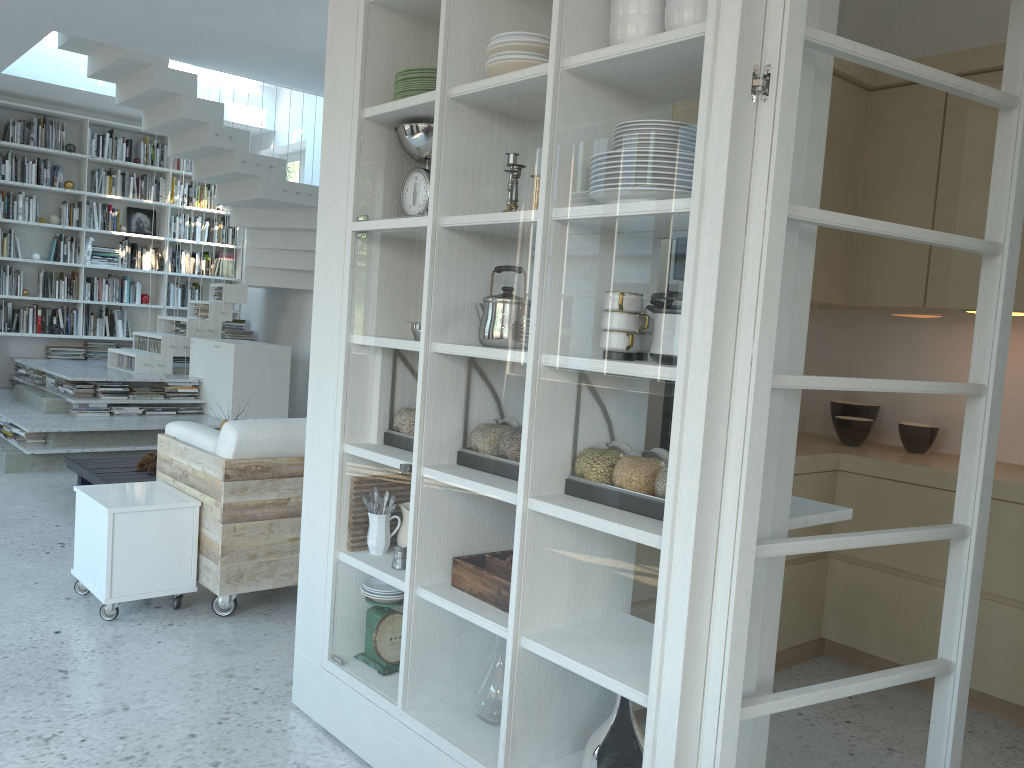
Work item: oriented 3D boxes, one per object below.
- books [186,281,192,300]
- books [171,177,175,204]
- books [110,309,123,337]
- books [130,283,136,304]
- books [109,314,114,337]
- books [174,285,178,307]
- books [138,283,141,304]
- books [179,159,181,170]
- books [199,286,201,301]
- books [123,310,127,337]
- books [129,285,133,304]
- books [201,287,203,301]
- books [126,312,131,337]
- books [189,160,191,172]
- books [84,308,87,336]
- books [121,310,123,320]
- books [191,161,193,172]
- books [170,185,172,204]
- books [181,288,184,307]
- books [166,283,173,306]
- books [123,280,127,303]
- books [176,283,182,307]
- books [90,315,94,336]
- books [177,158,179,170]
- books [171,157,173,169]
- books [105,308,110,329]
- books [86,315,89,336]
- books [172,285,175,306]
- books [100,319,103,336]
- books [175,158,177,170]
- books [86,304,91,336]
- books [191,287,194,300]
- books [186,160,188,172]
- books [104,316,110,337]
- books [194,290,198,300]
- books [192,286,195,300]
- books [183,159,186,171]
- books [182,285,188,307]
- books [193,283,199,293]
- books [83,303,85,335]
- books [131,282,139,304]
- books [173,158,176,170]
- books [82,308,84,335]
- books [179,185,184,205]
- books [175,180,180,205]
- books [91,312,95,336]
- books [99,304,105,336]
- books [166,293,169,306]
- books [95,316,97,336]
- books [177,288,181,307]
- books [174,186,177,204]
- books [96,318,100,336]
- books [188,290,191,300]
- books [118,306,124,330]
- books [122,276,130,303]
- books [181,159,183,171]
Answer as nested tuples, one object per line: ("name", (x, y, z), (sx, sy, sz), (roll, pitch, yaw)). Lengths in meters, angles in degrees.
("books", (-3.656, -1.016, 10.023), (0.013, 0.297, 0.141), (0, 6, -41))
("books", (-3.722, -2.106, 9.691), (0.010, 0.294, 0.183), (0, 6, -41))
("books", (-4.243, -0.652, 9.509), (0.075, 0.291, 0.254), (0, 6, -41))
("books", (-4.128, -0.983, 9.625), (0.037, 0.219, 0.139), (0, 6, -41))
("books", (-4.312, -0.631, 9.509), (0.031, 0.240, 0.171), (0, 6, -41))
("books", (-3.777, -0.989, 9.912), (0.022, 0.242, 0.151), (0, 6, -41))
("books", (-4.080, -0.984, 9.655), (0.027, 0.223, 0.170), (0, 6, -41))
("books", (-3.681, -2.464, 9.765), (0.012, 0.269, 0.184), (0, 6, -41))
("books", (-3.577, -0.994, 10.096), (0.012, 0.254, 0.160), (0, 6, -41))
("books", (-4.206, -0.653, 9.587), (0.025, 0.288, 0.160), (0, 6, -41))
("books", (-4.144, -0.973, 9.592), (0.030, 0.201, 0.189), (0, 6, -41))
("books", (-3.566, -0.986, 10.102), (0.013, 0.240, 0.166), (0, 6, -41))
("books", (-4.180, -0.647, 9.623), (0.062, 0.274, 0.148), (0, 6, -41))
("books", (-3.608, -2.469, 9.856), (0.027, 0.276, 0.148), (0, 6, -41))
("books", (-4.513, -0.658, 9.341), (0.015, 0.287, 0.138), (0, 6, -41))
("books", (-4.240, -0.654, 9.579), (0.012, 0.285, 0.159), (0, 6, -41))
("books", (-3.587, -2.460, 9.869), (0.022, 0.259, 0.163), (0, 6, -41))
("books", (-3.755, -2.108, 9.694), (0.036, 0.294, 0.135), (0, 6, -41))
("books", (-3.725, -0.972, 9.968), (0.025, 0.208, 0.149), (0, 6, -41))
("books", (-3.817, -0.994, 9.866), (0.024, 0.252, 0.175), (0, 6, -41))
("books", (-4.186, -0.995, 9.544), (0.023, 0.244, 0.189), (0, 6, -41))
("books", (-3.746, -1.003, 9.955), (0.024, 0.267, 0.133), (0, 6, -41))
("books", (-4.466, -0.621, 9.386), (0.023, 0.214, 0.163), (0, 6, -41))
("books", (-3.699, -2.475, 9.766), (0.013, 0.287, 0.150), (0, 6, -41))
("books", (-3.744, -2.488, 9.713), (0.011, 0.314, 0.172), (0, 6, -41))
("books", (-4.337, -0.665, 9.507), (0.010, 0.304, 0.131), (0, 6, -41))
("books", (-4.505, -0.622, 9.368), (0.033, 0.213, 0.139), (0, 6, -41))
("books", (-3.799, -0.987, 9.892), (0.037, 0.236, 0.153), (0, 6, -41))
("books", (-4.393, -0.605, 9.444), (0.024, 0.185, 0.149), (0, 6, -41))
("books", (-3.725, -2.445, 9.767), (0.025, 0.223, 0.136), (0, 6, -41))
("books", (-4.483, -0.678, 9.378), (0.013, 0.327, 0.130), (0, 6, -41))
("books", (-3.644, -0.982, 10.030), (0.014, 0.230, 0.172), (0, 6, -41))
("books", (-3.626, -2.483, 9.826), (0.012, 0.306, 0.184), (0, 6, -41))
("books", (-4.350, -0.620, 9.474), (0.052, 0.217, 0.184), (0, 6, -41))
("books", (-3.604, -0.968, 10.051), (0.021, 0.205, 0.174), (0, 6, -41))
("books", (-3.639, -0.989, 10.055), (0.027, 0.242, 0.131), (0, 6, -41))
("books", (-3.649, -2.452, 9.809), (0.023, 0.244, 0.182), (0, 6, -41))
("books", (-3.687, -0.990, 9.964), (0.027, 0.249, 0.184), (0, 6, -41))
("books", (-3.595, -1.008, 10.065), (0.011, 0.285, 0.161), (0, 6, -41))
("books", (-4.520, -0.683, 9.328), (0.014, 0.337, 0.131), (0, 6, -41))
("books", (-4.099, -0.991, 9.637), (0.025, 0.236, 0.181), (0, 6, -41))
("books", (-3.734, -2.470, 9.742), (0.022, 0.275, 0.159), (0, 6, -41))
("books", (-4.535, -0.658, 9.325), (0.012, 0.287, 0.158), (0, 6, -41))
("books", (-3.666, -2.070, 9.748), (0.049, 0.224, 0.161), (0, 6, -41))
("books", (-3.686, -2.089, 9.714), (0.026, 0.263, 0.189), (0, 6, -41))
("books", (-4.444, -0.634, 9.389), (0.015, 0.244, 0.156), (0, 6, -41))
("books", (-4.371, -0.678, 9.448), (0.014, 0.333, 0.168), (0, 6, -41))
("books", (-3.867, -1.008, 9.841), (0.085, 0.278, 0.159), (0, 6, -41))
("books", (-4.438, -0.619, 9.412), (0.025, 0.210, 0.137), (0, 6, -41))
("books", (-3.756, -0.968, 9.926), (0.029, 0.201, 0.172), (0, 6, -41))
("books", (-3.712, -2.061, 9.706), (0.024, 0.205, 0.165), (0, 6, -41))
("books", (-4.418, -0.607, 9.431), (0.030, 0.188, 0.139), (0, 6, -41))
("books", (-3.675, -0.968, 10.014), (0.027, 0.201, 0.163), (0, 6, -41))
("books", (-4.233, -0.674, 9.590), (0.012, 0.326, 0.136), (0, 6, -41))
("books", (-4.168, -1.018, 9.561), (0.026, 0.290, 0.181), (0, 6, -41))
("books", (-3.672, -2.445, 9.781), (0.022, 0.229, 0.174), (0, 6, -41))
